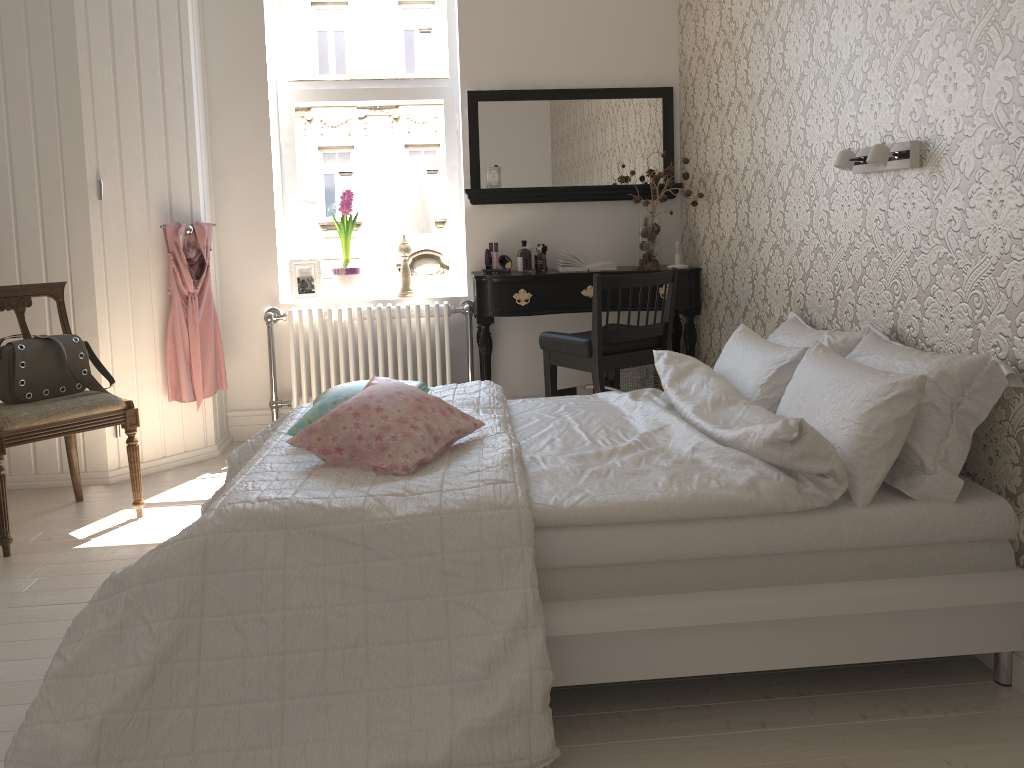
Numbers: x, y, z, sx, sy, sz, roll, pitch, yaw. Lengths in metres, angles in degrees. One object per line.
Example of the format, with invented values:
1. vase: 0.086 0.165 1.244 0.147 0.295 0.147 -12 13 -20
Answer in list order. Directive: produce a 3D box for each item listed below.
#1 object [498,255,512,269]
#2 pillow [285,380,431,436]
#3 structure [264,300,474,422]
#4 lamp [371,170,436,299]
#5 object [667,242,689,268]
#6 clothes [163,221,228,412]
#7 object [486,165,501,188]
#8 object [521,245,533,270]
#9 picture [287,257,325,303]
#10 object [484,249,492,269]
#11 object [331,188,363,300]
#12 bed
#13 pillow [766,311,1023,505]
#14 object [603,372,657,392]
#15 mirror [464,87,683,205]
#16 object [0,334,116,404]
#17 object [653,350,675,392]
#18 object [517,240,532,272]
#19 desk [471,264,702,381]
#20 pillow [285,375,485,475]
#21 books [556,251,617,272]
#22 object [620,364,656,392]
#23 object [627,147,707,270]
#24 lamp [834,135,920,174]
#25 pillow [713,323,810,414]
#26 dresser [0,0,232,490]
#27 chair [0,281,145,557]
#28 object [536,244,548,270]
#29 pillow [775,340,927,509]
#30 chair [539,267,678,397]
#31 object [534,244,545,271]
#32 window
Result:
1. object: -0.048 -0.605 4.425 0.080 0.085 0.083 4 10 35
2. pillow: -0.428 0.079 2.536 0.362 0.167 0.387 -2 10 0
3. structure: -0.702 -0.060 4.453 1.068 0.676 0.167 -3 6 -5
4. lamp: -0.561 -0.773 4.575 0.339 0.646 0.345 -1 7 7
5. object: 0.812 -0.632 4.326 0.105 0.130 0.106 3 9 30
6. clothes: -1.468 -0.311 4.072 0.092 0.868 0.333 1 6 25
7. object: -0.092 -1.051 4.474 0.072 0.120 0.037 -2 6 0
8. object: 0.077 -0.640 4.475 0.058 0.133 0.058 -8 8 -44
9. picture: -1.058 -0.533 4.527 0.177 0.223 0.050 -5 6 -25
10. object: -0.119 -0.621 4.434 0.031 0.119 0.055 2 7 33
11. object: -0.860 -0.726 4.573 0.156 0.572 0.158 -4 6 -19
12. bed: 0.063 0.308 2.513 2.211 0.625 1.978 -3 10 -5
13. pillow: 0.921 0.004 2.554 0.310 0.351 1.269 -2 10 -4
14. object: 0.602 0.019 4.448 0.367 0.329 0.306 -2 8 -4
15. mirror: 0.310 -1.214 4.492 1.118 0.567 0.067 -3 5 -5
16. object: -1.718 -0.075 3.297 0.213 0.245 0.404 5 11 39
17. object: 0.674 0.020 4.453 0.394 0.428 0.397 2 9 27
18. object: 0.062 -0.634 4.380 0.070 0.156 0.071 -3 6 -10
19. desk: 0.371 -0.158 4.404 1.105 0.816 0.440 -3 7 -5
20. pillow: -0.315 0.105 2.269 0.353 0.200 0.398 3 11 27
21. books: 0.366 -0.619 4.413 0.279 0.094 0.229 -2 10 -3
22. object: 0.651 0.040 4.416 0.290 0.352 0.352 3 9 34
23. object: 0.732 -0.832 4.246 0.319 0.593 0.545 -6 9 -34
24. lamp: 1.007 -0.646 2.486 0.115 0.092 0.329 -2 10 -5
25. pillow: 0.773 -0.008 2.827 0.204 0.300 0.568 -2 10 -5
26. dresser: -1.915 -0.895 4.005 1.025 2.559 0.708 -2 6 -5
27. chair: -1.775 0.084 3.308 0.539 0.882 0.524 4 9 40
28. object: 0.153 -0.648 4.508 0.058 0.133 0.058 -8 8 -44
29. pillow: 0.828 0.082 2.232 0.202 0.305 0.571 -2 10 -5
30. chair: 0.430 -0.071 3.846 0.459 0.853 0.460 -6 8 -35
31. object: 0.138 -0.632 4.410 0.054 0.137 0.055 2 7 34
32. window: -0.750 -1.354 4.669 0.949 1.766 0.111 -2 5 -5
